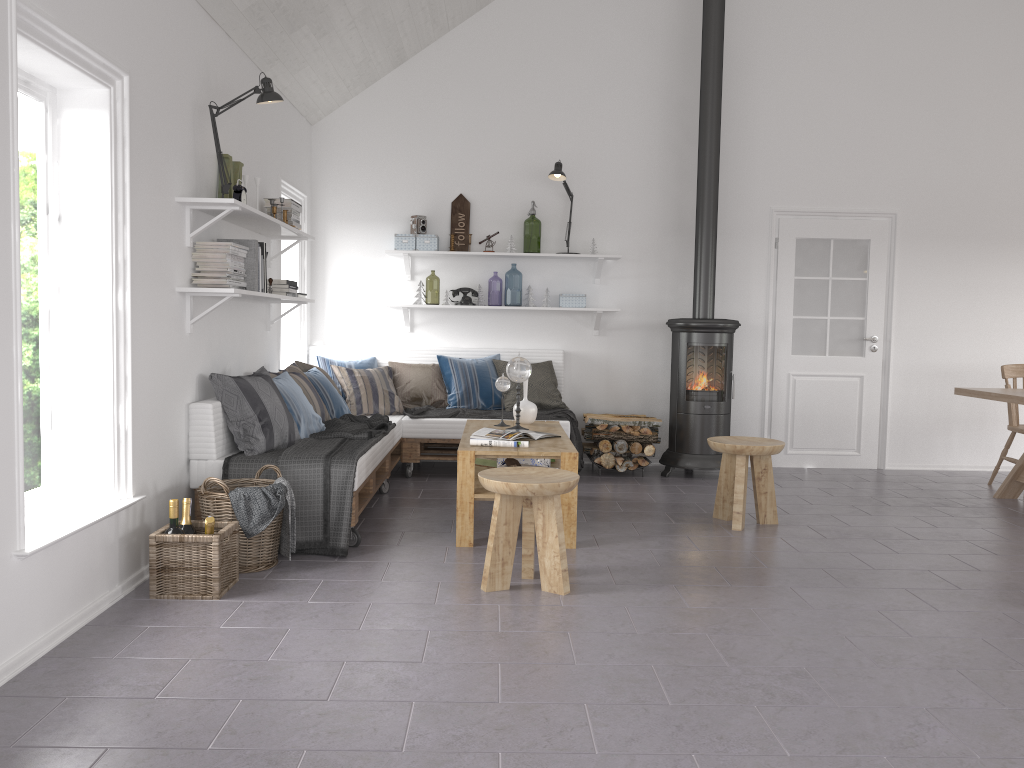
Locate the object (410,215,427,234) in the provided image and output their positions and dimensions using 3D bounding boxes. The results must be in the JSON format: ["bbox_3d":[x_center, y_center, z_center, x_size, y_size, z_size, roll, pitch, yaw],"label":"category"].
[{"bbox_3d":[-0.722,-1.238,6.937,0.121,0.157,0.117,-2,5,-42],"label":"object"}]

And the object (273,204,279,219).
[{"bbox_3d":[-1.424,-1.013,5.330,0.055,0.153,0.055,-1,5,-34],"label":"object"}]

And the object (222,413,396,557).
[{"bbox_3d":[-1.071,0.486,5.061,0.685,0.533,1.892,1,4,-2],"label":"object"}]

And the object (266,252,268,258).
[{"bbox_3d":[-1.452,-0.645,5.212,0.085,0.259,0.085,-1,4,-32],"label":"object"}]

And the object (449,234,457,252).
[{"bbox_3d":[-0.463,-1.097,6.897,0.085,0.152,0.085,3,4,23],"label":"object"}]

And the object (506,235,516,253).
[{"bbox_3d":[-0.006,-1.084,6.883,0.075,0.147,0.075,-1,5,-34],"label":"object"}]

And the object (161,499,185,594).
[{"bbox_3d":[-1.359,0.652,3.566,0.095,0.377,0.095,4,5,35],"label":"object"}]

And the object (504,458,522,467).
[{"bbox_3d":[0.031,0.462,4.689,0.090,0.139,0.182,-2,5,-36],"label":"object"}]

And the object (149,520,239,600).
[{"bbox_3d":[-1.296,0.722,3.636,0.276,0.270,0.276,1,4,-1],"label":"object"}]

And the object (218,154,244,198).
[{"bbox_3d":[-1.514,-1.056,4.764,0.052,0.311,0.330,1,4,-1],"label":"object"}]

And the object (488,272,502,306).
[{"bbox_3d":[-0.130,-0.740,6.919,0.111,0.270,0.111,2,4,17],"label":"object"}]

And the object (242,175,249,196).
[{"bbox_3d":[-1.502,-1.045,5.001,0.084,0.256,0.084,-1,4,-32],"label":"object"}]

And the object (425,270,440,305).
[{"bbox_3d":[-0.617,-0.749,6.900,0.111,0.270,0.111,2,4,17],"label":"object"}]

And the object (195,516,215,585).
[{"bbox_3d":[-1.238,0.679,3.615,0.095,0.332,0.284,0,4,-22],"label":"object"}]

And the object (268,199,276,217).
[{"bbox_3d":[-1.388,-0.999,5.131,0.055,0.153,0.055,0,4,-24],"label":"object"}]

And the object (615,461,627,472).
[{"bbox_3d":[0.809,0.600,6.814,0.095,0.063,0.562,1,4,0],"label":"object"}]

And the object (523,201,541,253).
[{"bbox_3d":[0.159,-1.217,6.903,0.136,0.415,0.136,4,4,32],"label":"object"}]

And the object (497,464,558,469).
[{"bbox_3d":[0.081,0.486,4.649,0.281,0.102,0.155,4,4,32],"label":"object"}]

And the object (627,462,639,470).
[{"bbox_3d":[0.909,0.595,6.833,0.096,0.067,0.467,1,4,-1],"label":"object"}]

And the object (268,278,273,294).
[{"bbox_3d":[-1.381,-0.556,5.073,0.032,0.102,0.058,1,4,-6],"label":"object"}]

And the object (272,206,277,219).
[{"bbox_3d":[-1.337,-0.955,4.991,0.088,0.085,0.088,3,4,21],"label":"object"}]

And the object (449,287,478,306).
[{"bbox_3d":[-0.381,-0.682,6.936,0.203,0.146,0.171,3,4,23],"label":"object"}]

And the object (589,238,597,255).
[{"bbox_3d":[0.636,-1.072,6.932,0.073,0.142,0.072,3,4,31],"label":"object"}]

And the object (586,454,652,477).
[{"bbox_3d":[0.812,0.616,6.835,0.456,0.118,0.478,1,4,-1],"label":"object"}]

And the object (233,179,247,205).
[{"bbox_3d":[-1.398,-0.967,4.555,0.050,0.165,0.120,1,4,-1],"label":"object"}]

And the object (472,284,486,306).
[{"bbox_3d":[-0.258,-0.700,6.982,0.127,0.176,0.007,1,4,4],"label":"object"}]

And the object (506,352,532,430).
[{"bbox_3d":[0.039,0.040,5.319,0.155,0.468,0.155,0,4,-22],"label":"object"}]

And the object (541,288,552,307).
[{"bbox_3d":[0.272,-0.680,6.957,0.088,0.161,0.093,2,4,8],"label":"object"}]

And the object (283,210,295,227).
[{"bbox_3d":[-1.349,-0.981,5.270,0.124,0.100,0.124,3,4,21],"label":"object"}]

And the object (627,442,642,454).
[{"bbox_3d":[0.898,0.461,6.805,0.102,0.102,0.561,1,4,-2],"label":"object"}]

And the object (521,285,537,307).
[{"bbox_3d":[0.139,-0.693,6.985,0.103,0.178,0.097,-2,5,-38],"label":"object"}]

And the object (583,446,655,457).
[{"bbox_3d":[0.816,0.517,6.755,0.539,0.070,0.101,1,4,0],"label":"object"}]

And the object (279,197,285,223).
[{"bbox_3d":[-1.341,-1.005,5.170,0.066,0.160,0.066,0,4,-14],"label":"object"}]

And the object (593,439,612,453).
[{"bbox_3d":[0.681,0.447,6.825,0.103,0.107,0.516,1,4,-2],"label":"object"}]

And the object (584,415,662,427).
[{"bbox_3d":[0.831,0.278,6.630,0.571,0.079,0.115,1,4,0],"label":"object"}]

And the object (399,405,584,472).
[{"bbox_3d":[-0.172,0.411,6.632,1.449,0.508,0.716,0,4,-11],"label":"object"}]

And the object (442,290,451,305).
[{"bbox_3d":[-0.505,-0.671,6.868,0.072,0.124,0.068,0,4,-16],"label":"object"}]

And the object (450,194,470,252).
[{"bbox_3d":[-0.410,-1.266,7.006,0.154,0.480,0.053,1,4,4],"label":"object"}]

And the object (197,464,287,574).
[{"bbox_3d":[-1.215,0.606,4.006,0.393,0.432,0.393,0,4,-14],"label":"object"}]

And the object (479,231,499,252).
[{"bbox_3d":[-0.183,-1.103,6.928,0.092,0.172,0.177,-1,5,-33],"label":"object"}]

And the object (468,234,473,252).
[{"bbox_3d":[-0.328,-1.094,6.917,0.052,0.148,0.052,-2,5,-39],"label":"object"}]

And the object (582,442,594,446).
[{"bbox_3d":[0.815,0.502,6.966,0.569,0.078,0.115,1,4,0],"label":"object"}]

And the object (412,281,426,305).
[{"bbox_3d":[-0.710,-0.714,6.919,0.113,0.195,0.107,2,4,6],"label":"object"}]

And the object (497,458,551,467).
[{"bbox_3d":[0.065,0.439,4.965,0.302,0.161,0.302,1,4,-5],"label":"object"}]

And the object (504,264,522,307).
[{"bbox_3d":[0.012,-0.769,6.913,0.137,0.335,0.137,0,4,-12],"label":"object"}]

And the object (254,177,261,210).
[{"bbox_3d":[-1.457,-1.049,5.076,0.084,0.256,0.084,-1,4,-32],"label":"object"}]
